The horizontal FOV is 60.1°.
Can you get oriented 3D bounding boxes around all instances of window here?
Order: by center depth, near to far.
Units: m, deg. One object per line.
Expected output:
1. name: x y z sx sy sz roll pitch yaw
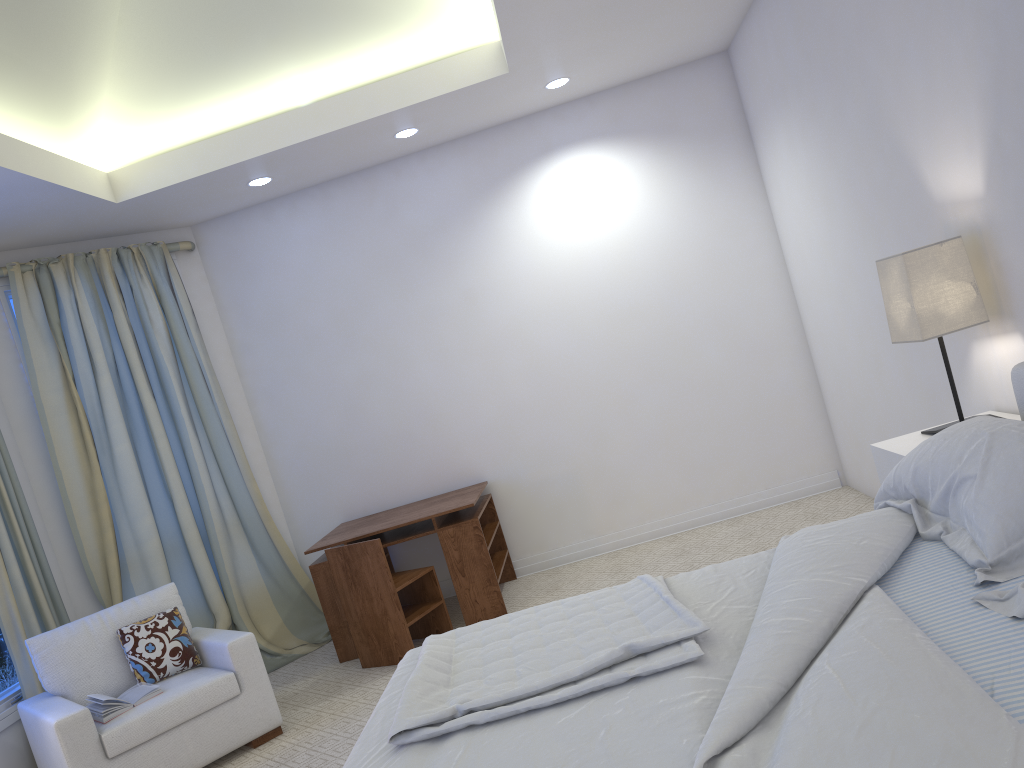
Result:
1. window: -2.226 0.474 1.882 0.815 2.032 6.819 -17 1 4
2. window: -2.567 0.541 3.559 0.206 2.034 1.506 -16 3 4

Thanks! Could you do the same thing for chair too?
1. chair: -1.536 1.274 3.686 0.799 0.707 0.692 -19 3 -40
2. chair: -0.594 1.023 4.341 0.342 0.612 0.337 -15 4 30

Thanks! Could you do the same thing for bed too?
1. bed: 0.596 0.613 1.687 2.022 0.817 1.961 -17 2 4

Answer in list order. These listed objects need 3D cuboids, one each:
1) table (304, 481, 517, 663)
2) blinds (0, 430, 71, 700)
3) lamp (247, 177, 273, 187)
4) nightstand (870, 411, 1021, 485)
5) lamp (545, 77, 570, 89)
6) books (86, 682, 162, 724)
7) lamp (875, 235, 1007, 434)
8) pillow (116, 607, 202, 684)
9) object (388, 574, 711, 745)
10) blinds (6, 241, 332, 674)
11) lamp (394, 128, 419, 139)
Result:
1. table: -0.510 0.993 4.819 0.901 0.602 0.737 -17 2 5
2. blinds: -2.250 0.598 4.050 0.295 2.398 0.777 -17 4 0
3. lamp: -1.321 -1.056 4.648 0.136 0.014 0.137 -17 1 -23
4. nightstand: 1.389 0.485 1.692 0.401 0.602 2.540 -17 1 4
5. lamp: 0.233 -1.523 4.503 0.136 0.014 0.137 -17 1 -23
6. books: -1.534 1.231 3.488 0.235 0.089 0.194 -18 2 -44
7. lamp: 1.336 -0.141 2.761 0.210 0.584 0.209 -17 4 0
8. pillow: -1.505 1.126 3.784 0.272 0.274 0.136 -19 4 -41
9. object: 0.125 0.795 2.195 0.718 0.468 0.910 -17 2 1
10. blinds: -1.875 0.457 4.642 1.755 2.426 0.297 -19 5 -38
11. lamp: -0.543 -1.290 4.576 0.136 0.014 0.137 -17 1 -23
